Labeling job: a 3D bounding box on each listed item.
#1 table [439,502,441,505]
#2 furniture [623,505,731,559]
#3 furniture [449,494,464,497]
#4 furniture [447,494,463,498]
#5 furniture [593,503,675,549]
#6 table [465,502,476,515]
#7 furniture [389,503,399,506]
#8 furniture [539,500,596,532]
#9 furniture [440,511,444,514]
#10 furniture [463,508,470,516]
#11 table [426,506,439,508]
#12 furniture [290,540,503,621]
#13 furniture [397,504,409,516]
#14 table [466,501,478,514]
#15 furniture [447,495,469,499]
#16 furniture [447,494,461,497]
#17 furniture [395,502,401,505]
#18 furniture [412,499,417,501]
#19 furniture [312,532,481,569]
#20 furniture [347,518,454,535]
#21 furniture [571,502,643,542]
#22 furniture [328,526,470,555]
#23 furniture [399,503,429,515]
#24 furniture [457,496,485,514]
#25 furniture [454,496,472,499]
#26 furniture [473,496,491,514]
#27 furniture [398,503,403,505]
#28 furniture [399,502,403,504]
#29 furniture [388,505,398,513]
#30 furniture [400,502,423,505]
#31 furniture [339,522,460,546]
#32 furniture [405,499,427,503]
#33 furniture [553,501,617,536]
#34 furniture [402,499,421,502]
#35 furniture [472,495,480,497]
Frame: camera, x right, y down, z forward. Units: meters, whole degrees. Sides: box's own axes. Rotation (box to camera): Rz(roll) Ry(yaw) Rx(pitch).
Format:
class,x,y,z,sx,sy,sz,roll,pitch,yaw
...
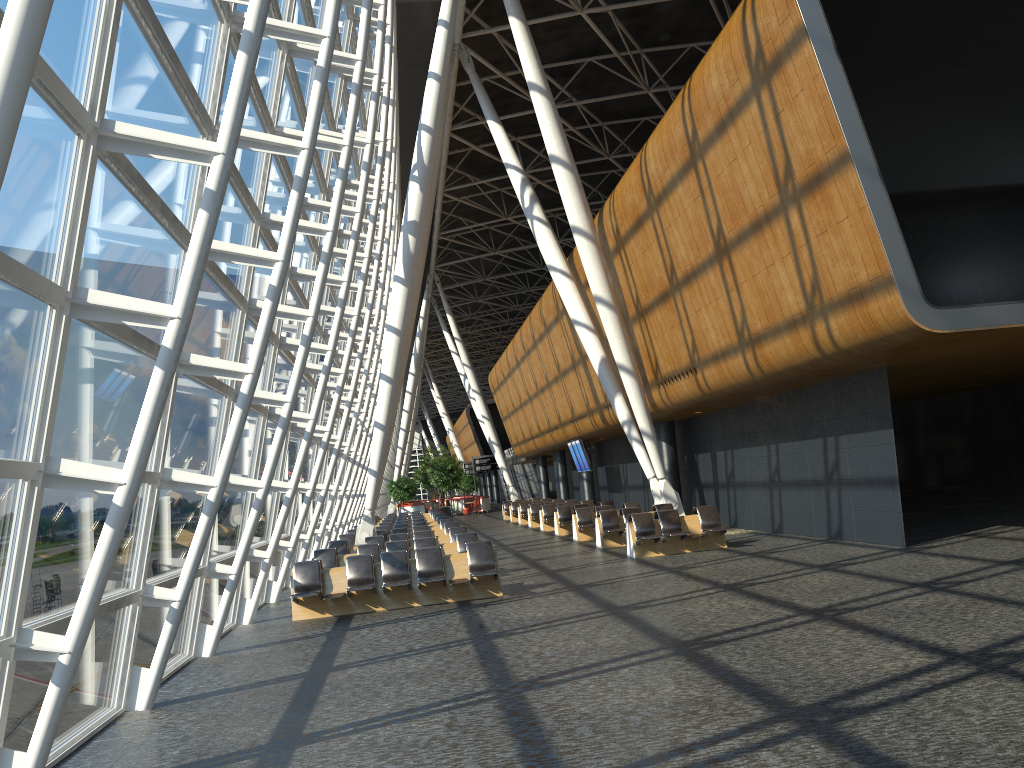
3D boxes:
class,x,y,z,sx,sy,sz,roll,pitch,yaw
table,-5.564,9.502,68.091,0.796,0.749,0.805,-5,-4,-21
furniture,3.296,2.981,17.879,1.894,0.867,1.670,-5,-5,-7
furniture,-6.153,12.882,98.690,1.894,0.867,1.670,-5,-5,-7
furniture,-6.501,13.247,101.670,1.894,0.867,1.670,-5,-5,-7
furniture,2.948,3.346,20.859,1.894,0.867,1.670,-5,-5,-7
table,-2.444,7.584,53.662,0.800,0.749,0.801,-7,-3,9
furniture,-9.540,11.170,79.930,3.246,0.867,1.669,-5,-5,-7
furniture,1.903,4.441,29.797,1.894,0.867,1.670,-5,-5,-7
furniture,-4.256,7.809,52.651,0.446,0.459,0.441,-8,-4,35
furniture,-2.752,7.718,53.266,0.443,0.459,0.444,-6,-3,5
table,-4.757,7.732,52.803,0.795,0.749,0.805,-4,-4,-36
furniture,-1.833,3.094,14.017,3.246,0.867,1.669,-5,-5,-7
furniture,-6.835,8.258,56.774,0.889,1.004,2.839,-6,-6,5
table,-2.498,7.758,55.196,0.800,0.749,0.801,-7,-3,9
furniture,-4.309,9.345,69.041,0.894,1.006,2.821,-8,-6,35
furniture,-6.849,13.612,104.649,1.894,0.867,1.670,-5,-5,-7
furniture,-10.237,11.900,85.889,3.246,0.867,1.669,-5,-5,-7
furniture,-12.327,14.091,103.766,3.246,0.867,1.669,-5,-5,-7
furniture,-2.181,3.459,16.996,3.246,0.867,1.669,-5,-5,-7
furniture,-3.227,4.554,25.934,3.246,0.867,1.669,-5,-5,-7
furniture,2.599,3.711,23.838,1.894,0.867,1.670,-5,-5,-7
furniture,-2.530,3.824,19.975,3.246,0.867,1.669,-5,-5,-7
furniture,-5.989,7.857,53.941,0.885,1.006,2.851,-4,-6,-39
furniture,-2.677,7.951,57.956,0.885,1.006,2.851,-4,-6,-39
furniture,-3.548,8.863,65.400,0.885,1.006,2.851,-4,-6,-39
furniture,-1.832,7.550,55.123,0.889,1.004,2.839,-6,-6,5
furniture,-7.705,9.170,64.218,0.889,1.004,2.839,-6,-6,5
furniture,-8.497,9.903,70.108,0.887,1.005,2.847,-6,-6,-10
furniture,-9.191,10.805,76.951,3.246,0.867,1.669,-5,-5,-7
furniture,-6.860,8.769,61.385,0.885,1.006,2.851,-4,-6,-39
furniture,-2.878,4.189,22.955,3.246,0.867,1.669,-5,-5,-7
furniture,-7.821,10.149,72.986,0.894,1.006,2.821,-8,-6,35
furniture,2.251,4.076,26.818,1.894,0.867,1.670,-5,-5,-7
furniture,-11.282,12.995,94.827,3.246,0.867,1.669,-5,-5,-7
furniture,-2.702,8.462,62.567,0.889,1.004,2.839,-6,-6,5
